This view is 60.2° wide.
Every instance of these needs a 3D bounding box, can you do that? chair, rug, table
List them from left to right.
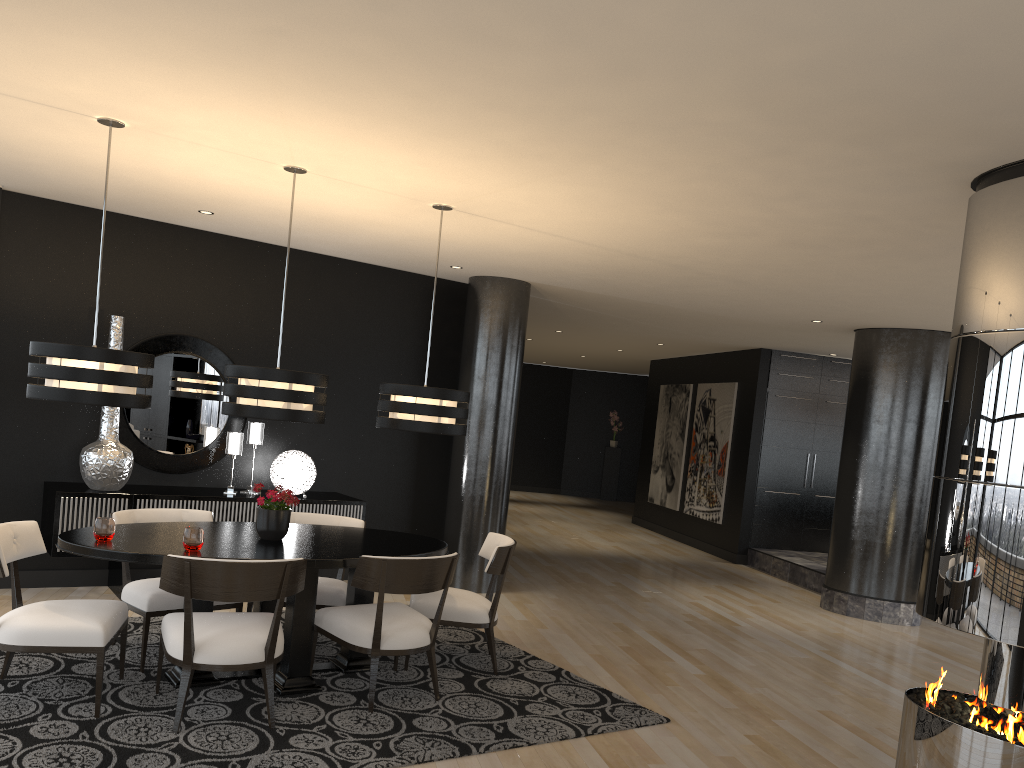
[{"bbox_3d":[-2.189,1.094,4.183,0.617,0.809,0.639,5,1,-14],"label":"chair"},{"bbox_3d":[-1.943,1.153,5.062,0.612,0.809,0.645,7,2,41],"label":"chair"},{"bbox_3d":[-1.356,1.179,4.188,0.645,0.809,0.612,5,1,-25],"label":"chair"},{"bbox_3d":[-1.433,1.595,4.808,3.737,0.011,2.702,7,-3,-35],"label":"rug"},{"bbox_3d":[-1.335,1.223,4.811,2.114,0.771,1.202,7,-1,-33],"label":"table"},{"bbox_3d":[-1.270,1.238,5.490,0.643,0.809,0.614,6,1,-7],"label":"chair"},{"bbox_3d":[-0.670,1.269,4.713,0.645,0.809,0.612,5,2,-42],"label":"chair"},{"bbox_3d":[-0.317,1.333,5.444,0.617,0.809,0.640,6,1,-6],"label":"chair"}]

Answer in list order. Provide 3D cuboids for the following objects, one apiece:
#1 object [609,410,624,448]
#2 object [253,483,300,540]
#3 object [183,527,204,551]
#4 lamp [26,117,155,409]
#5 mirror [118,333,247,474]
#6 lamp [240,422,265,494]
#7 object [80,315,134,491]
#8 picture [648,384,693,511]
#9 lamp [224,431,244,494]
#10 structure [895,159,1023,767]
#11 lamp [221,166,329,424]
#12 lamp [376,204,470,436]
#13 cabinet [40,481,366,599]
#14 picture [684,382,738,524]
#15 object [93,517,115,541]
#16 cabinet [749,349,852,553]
[{"bbox_3d":[2.211,0.961,18.854,0.337,0.790,0.228,6,3,16],"label":"object"},{"bbox_3d":[-1.278,0.691,4.763,0.238,0.299,0.227,5,1,-33],"label":"object"},{"bbox_3d":[-1.522,0.740,4.216,0.095,0.106,0.095,5,1,-24],"label":"object"},{"bbox_3d":[-1.941,-0.570,4.165,0.537,1.333,0.532,4,3,-36],"label":"lamp"},{"bbox_3d":[-2.546,0.154,6.739,1.080,1.081,0.025,5,3,-35],"label":"mirror"},{"bbox_3d":[-2.011,0.573,6.869,0.132,0.552,0.124,7,3,17],"label":"lamp"},{"bbox_3d":[-2.789,0.134,6.143,0.344,1.213,0.341,4,3,-26],"label":"object"},{"bbox_3d":[2.433,0.946,13.526,0.077,1.879,1.149,5,2,-13],"label":"picture"},{"bbox_3d":[-2.125,0.599,6.722,0.125,0.467,0.131,5,3,-13],"label":"lamp"},{"bbox_3d":[2.111,0.535,3.539,0.588,2.752,0.885,4,3,-25],"label":"structure"},{"bbox_3d":[-1.206,-0.475,4.681,0.537,1.333,0.532,4,3,-36],"label":"lamp"},{"bbox_3d":[-0.472,-0.381,5.197,0.537,1.333,0.532,4,3,-36],"label":"lamp"},{"bbox_3d":[-2.286,1.200,6.703,2.246,0.769,0.606,7,0,-35],"label":"cabinet"},{"bbox_3d":[2.739,0.925,12.158,0.077,1.879,1.149,5,2,-13],"label":"picture"},{"bbox_3d":[-1.954,0.697,4.232,0.095,0.106,0.095,6,1,21],"label":"object"},{"bbox_3d":[5.832,1.138,12.070,5.739,2.536,0.724,6,3,-13],"label":"cabinet"}]
